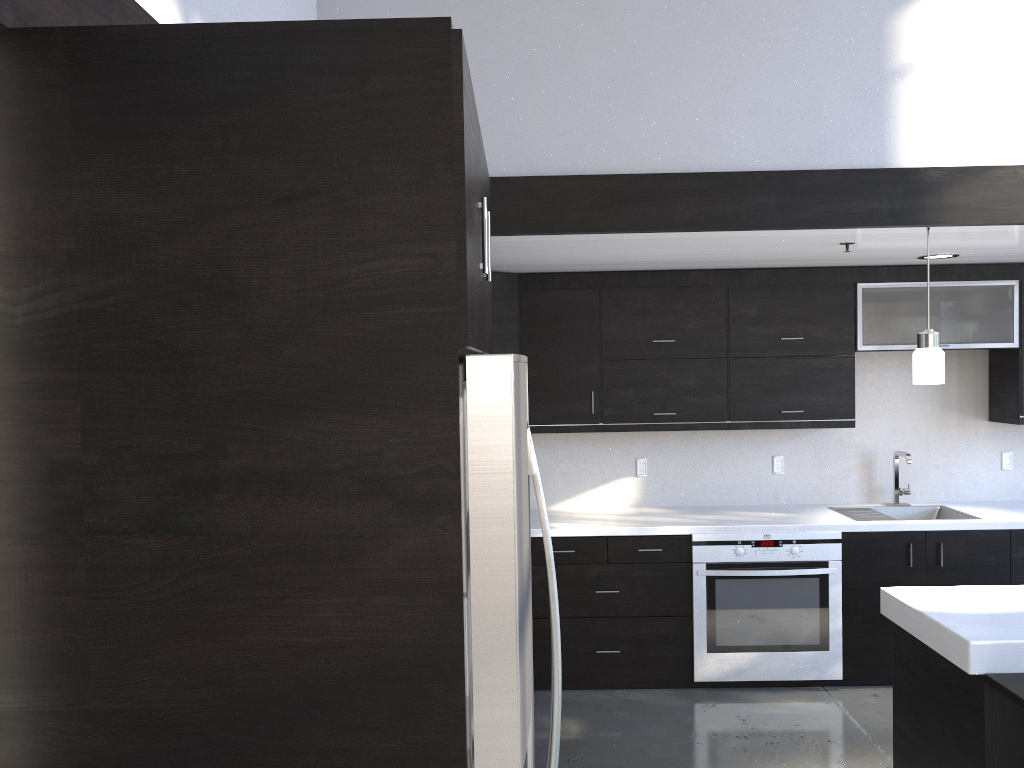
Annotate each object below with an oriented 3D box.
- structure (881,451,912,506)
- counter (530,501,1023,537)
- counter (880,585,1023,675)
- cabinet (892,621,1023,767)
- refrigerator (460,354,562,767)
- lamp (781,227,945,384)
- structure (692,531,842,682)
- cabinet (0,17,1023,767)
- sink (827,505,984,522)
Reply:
[{"bbox_3d":[2.278,0.559,5.183,0.149,0.328,0.224,-1,2,1],"label":"structure"},{"bbox_3d":[1.503,0.771,4.525,4.238,0.045,1.708,-1,1,1],"label":"counter"},{"bbox_3d":[2.429,0.736,2.946,2.293,0.095,0.976,-1,1,1],"label":"counter"},{"bbox_3d":[2.677,1.232,2.763,2.691,0.911,1.370,-1,1,1],"label":"cabinet"},{"bbox_3d":[-0.314,0.845,1.594,0.820,1.773,0.852,-1,2,1],"label":"refrigerator"},{"bbox_3d":[1.522,-0.330,4.033,0.124,0.624,1.951,-1,1,3],"label":"lamp"},{"bbox_3d":[1.359,1.175,5.055,0.784,0.790,0.782,-1,2,1],"label":"structure"},{"bbox_3d":[1.477,0.543,3.255,4.231,2.316,4.273,-1,1,1],"label":"cabinet"},{"bbox_3d":[2.194,0.808,4.986,0.677,0.168,0.474,-1,1,1],"label":"sink"}]
